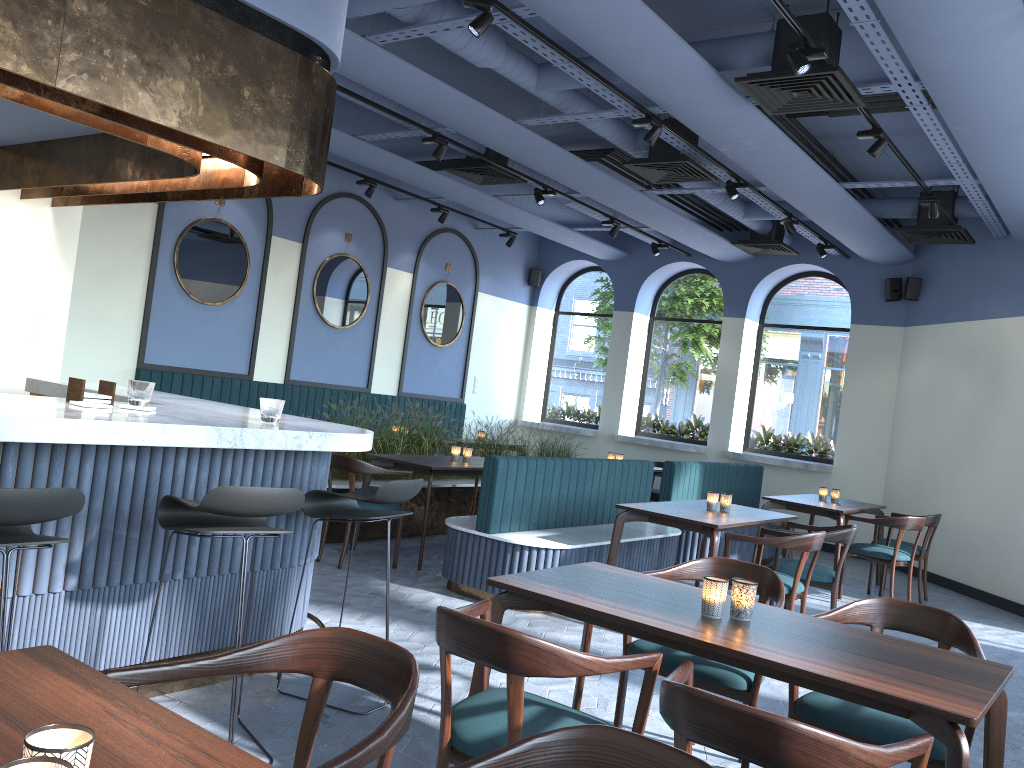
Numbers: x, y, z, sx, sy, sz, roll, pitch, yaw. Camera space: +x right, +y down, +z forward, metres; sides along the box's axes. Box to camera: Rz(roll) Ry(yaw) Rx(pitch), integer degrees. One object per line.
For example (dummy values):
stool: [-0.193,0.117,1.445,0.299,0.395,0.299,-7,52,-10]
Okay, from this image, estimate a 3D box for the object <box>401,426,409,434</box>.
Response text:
object: [-1.140,0.507,9.422,0.078,0.120,0.078,7,-1,19]

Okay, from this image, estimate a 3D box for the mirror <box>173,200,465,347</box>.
mirror: [-1.900,-1.170,10.133,0.026,1.089,4.357,7,-1,36]

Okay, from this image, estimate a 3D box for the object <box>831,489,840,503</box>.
object: [2.951,1.020,8.096,0.078,0.120,0.078,8,-1,-37]

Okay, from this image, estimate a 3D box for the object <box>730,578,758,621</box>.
object: [0.724,0.677,2.782,0.078,0.120,0.078,8,-1,-37]

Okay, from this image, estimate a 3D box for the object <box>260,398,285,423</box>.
object: [-1.062,0.118,3.909,0.111,0.102,0.111,7,-1,8]

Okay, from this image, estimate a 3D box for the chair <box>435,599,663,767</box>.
chair: [0.006,1.004,2.434,0.618,0.793,0.525,7,-1,35]

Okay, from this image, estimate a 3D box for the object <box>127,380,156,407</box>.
object: [-1.539,0.040,3.667,0.111,0.102,0.111,7,-1,8]

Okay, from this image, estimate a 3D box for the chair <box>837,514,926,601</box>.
chair: [3.124,1.459,7.419,0.618,0.793,0.525,8,-1,-30]

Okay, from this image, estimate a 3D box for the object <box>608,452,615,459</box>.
object: [1.054,0.790,9.434,0.078,0.120,0.078,8,-1,-37]

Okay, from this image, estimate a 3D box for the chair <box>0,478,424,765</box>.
chair: [0.690,1.017,2.979,3.651,0.949,6.322,7,-1,35]

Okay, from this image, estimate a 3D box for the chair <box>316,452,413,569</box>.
chair: [-1.120,0.900,6.417,0.618,0.793,0.525,7,-1,35]

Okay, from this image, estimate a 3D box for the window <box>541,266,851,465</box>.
window: [2.915,-0.385,6.494,3.897,2.394,14.212,7,-1,-3]

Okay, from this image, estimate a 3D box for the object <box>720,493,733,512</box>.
object: [1.455,0.805,6.035,0.078,0.120,0.078,7,-1,19]

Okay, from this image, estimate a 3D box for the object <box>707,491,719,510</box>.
object: [1.360,0.793,6.015,0.078,0.120,0.078,7,-1,19]

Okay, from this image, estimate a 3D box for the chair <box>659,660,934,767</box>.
chair: [0.555,1.070,2.031,0.618,0.793,0.525,7,-1,35]

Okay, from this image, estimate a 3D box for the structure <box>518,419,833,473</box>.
structure: [2.541,0.803,6.452,4.315,0.080,14.155,7,-1,-3]

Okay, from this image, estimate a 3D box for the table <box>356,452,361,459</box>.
table: [-2.038,0.819,8.285,0.548,0.755,1.285,7,-1,36]

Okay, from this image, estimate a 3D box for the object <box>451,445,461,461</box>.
object: [-0.467,0.572,7.359,0.078,0.120,0.078,7,-1,19]

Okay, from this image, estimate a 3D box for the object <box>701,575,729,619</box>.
object: [0.629,0.664,2.762,0.078,0.120,0.078,8,-1,-37]

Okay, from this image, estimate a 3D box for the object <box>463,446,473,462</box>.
object: [-0.372,0.584,7.379,0.078,0.120,0.078,7,-1,19]

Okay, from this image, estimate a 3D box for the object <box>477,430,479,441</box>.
object: [-0.376,0.617,10.560,0.078,0.120,0.078,7,-1,19]

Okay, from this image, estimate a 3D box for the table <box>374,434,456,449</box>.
table: [-1.234,0.935,9.398,0.548,0.755,1.332,7,-1,36]

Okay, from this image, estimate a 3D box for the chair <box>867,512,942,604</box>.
chair: [3.525,1.516,7.974,0.525,0.793,0.618,7,-1,35]

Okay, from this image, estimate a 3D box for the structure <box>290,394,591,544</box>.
structure: [-0.531,0.793,8.938,1.143,1.207,4.878,7,-1,38]

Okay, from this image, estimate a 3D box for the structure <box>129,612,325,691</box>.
structure: [0.569,1.347,2.329,6.894,0.250,5.649,7,-1,8]

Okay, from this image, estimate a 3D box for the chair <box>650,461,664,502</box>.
chair: [1.609,1.293,10.192,0.618,0.793,0.525,7,-1,35]

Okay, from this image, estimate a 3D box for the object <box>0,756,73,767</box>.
object: [-0.544,0.494,0.995,0.078,0.120,0.078,7,-1,19]

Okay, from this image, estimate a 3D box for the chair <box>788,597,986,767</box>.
chair: [1.284,1.175,3.046,0.618,0.793,0.525,7,-1,35]

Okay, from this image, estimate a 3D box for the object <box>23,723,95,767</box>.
object: [-0.564,0.493,1.091,0.078,0.120,0.078,7,-1,19]

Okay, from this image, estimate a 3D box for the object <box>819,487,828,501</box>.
object: [2.858,1.009,8.145,0.078,0.120,0.078,8,-1,-37]

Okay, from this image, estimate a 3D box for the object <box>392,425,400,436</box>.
object: [-1.235,0.494,9.401,0.078,0.120,0.078,7,-1,19]

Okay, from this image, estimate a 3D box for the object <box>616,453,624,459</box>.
object: [1.135,0.800,9.380,0.078,0.120,0.078,8,-1,-37]

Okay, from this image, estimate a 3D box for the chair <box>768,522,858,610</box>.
chair: [1.985,1.296,5.921,0.525,0.793,0.618,7,-1,22]

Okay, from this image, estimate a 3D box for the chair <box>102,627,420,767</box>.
chair: [-0.493,0.932,1.751,0.618,0.793,0.525,7,-1,35]

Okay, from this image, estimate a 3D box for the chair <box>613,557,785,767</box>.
chair: [0.771,1.114,3.499,0.618,0.793,0.525,7,-1,35]

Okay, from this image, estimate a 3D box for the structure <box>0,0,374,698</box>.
structure: [-2.721,-0.853,3.662,3.220,3.800,3.653,7,-1,36]

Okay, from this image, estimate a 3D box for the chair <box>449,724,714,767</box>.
chair: [0.056,0.998,1.347,0.618,0.793,0.525,7,-1,35]

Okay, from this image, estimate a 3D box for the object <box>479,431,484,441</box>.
object: [-0.356,0.619,10.464,0.078,0.120,0.078,7,-1,19]

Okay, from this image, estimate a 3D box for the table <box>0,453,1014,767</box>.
table: [0.320,1.092,5.306,3.997,0.755,9.778,7,-1,20]

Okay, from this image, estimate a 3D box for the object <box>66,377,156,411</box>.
object: [-1.641,0.042,3.647,0.342,0.099,0.171,8,-1,-20]

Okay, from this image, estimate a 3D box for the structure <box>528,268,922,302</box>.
structure: [-0.460,-1.730,6.436,7.261,0.268,13.143,7,-1,19]

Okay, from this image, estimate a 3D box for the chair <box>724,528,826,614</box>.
chair: [1.560,1.235,5.337,0.525,0.793,0.618,7,-1,35]

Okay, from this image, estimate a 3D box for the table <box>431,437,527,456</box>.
table: [-0.416,1.052,10.528,0.548,0.755,1.332,7,-1,36]

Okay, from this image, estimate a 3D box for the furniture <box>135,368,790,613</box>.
furniture: [-0.262,0.854,8.737,4.703,1.150,4.800,7,-1,36]

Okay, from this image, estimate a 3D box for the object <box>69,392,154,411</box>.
object: [-1.640,0.071,3.614,0.249,0.042,0.339,7,-1,37]
